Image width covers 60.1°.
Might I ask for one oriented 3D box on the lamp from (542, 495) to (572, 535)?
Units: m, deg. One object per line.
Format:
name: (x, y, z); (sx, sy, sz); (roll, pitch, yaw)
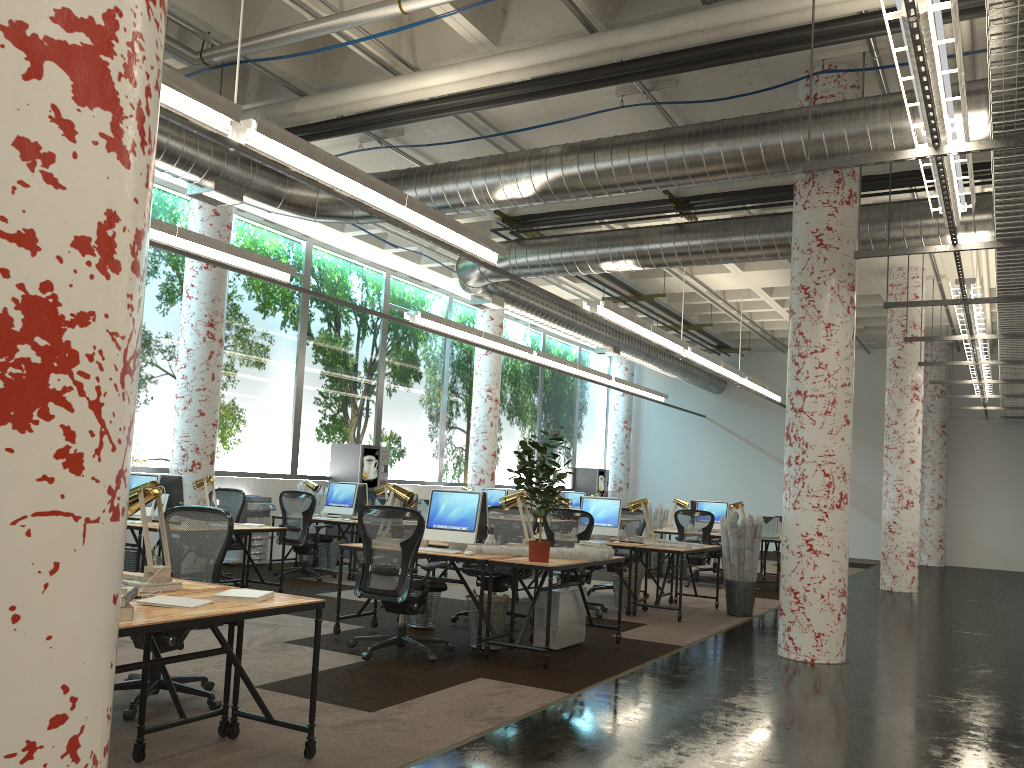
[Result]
lamp: (0.450, 1.552, 10.143); (0.209, 0.609, 0.528); (6, -6, -41)

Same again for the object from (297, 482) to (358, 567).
object: (-2.522, 1.906, 11.825); (1.077, 1.205, 0.191); (0, -4, 30)

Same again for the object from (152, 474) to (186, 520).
object: (-3.731, 1.222, 9.566); (0.483, 0.484, 0.190); (0, -5, 29)

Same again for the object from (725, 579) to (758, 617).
object: (2.523, 2.363, 9.781); (0.353, 0.397, 0.354); (4, -5, -16)

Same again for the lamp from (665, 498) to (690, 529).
lamp: (2.460, 2.046, 13.559); (0.219, 0.609, 0.528); (6, -6, -41)

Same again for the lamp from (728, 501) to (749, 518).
lamp: (3.579, 2.118, 13.669); (0.219, 0.609, 0.528); (6, -6, -41)

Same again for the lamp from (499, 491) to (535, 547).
lamp: (0.103, 1.211, 7.485); (0.209, 0.609, 0.528); (6, -6, -41)

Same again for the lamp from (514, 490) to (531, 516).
lamp: (0.256, 2.151, 15.521); (0.219, 0.609, 0.528); (6, -6, -41)

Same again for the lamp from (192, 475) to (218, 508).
lamp: (-3.192, 1.265, 9.321); (0.209, 0.609, 0.528); (6, -6, -41)

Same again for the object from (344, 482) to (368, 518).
object: (-2.218, 1.611, 12.289); (0.483, 0.484, 0.190); (0, -5, 29)

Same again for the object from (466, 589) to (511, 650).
object: (-0.198, 1.848, 6.972); (0.358, 0.433, 0.355); (1, -5, 26)

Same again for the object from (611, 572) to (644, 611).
object: (1.260, 2.260, 9.734); (0.358, 0.433, 0.355); (1, -5, 26)

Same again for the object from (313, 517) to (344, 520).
object: (-2.388, 1.747, 11.505); (0.439, 0.017, 0.119); (-1, -7, 29)

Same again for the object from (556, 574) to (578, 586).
object: (0.676, 2.324, 10.570); (0.358, 0.433, 0.355); (1, -5, 26)

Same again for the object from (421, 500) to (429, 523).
object: (-1.113, 1.724, 11.949); (0.280, 0.301, 0.151); (0, -5, 29)

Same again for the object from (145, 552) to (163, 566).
object: (-3.493, 1.902, 8.809); (0.358, 0.433, 0.355); (1, -5, 26)

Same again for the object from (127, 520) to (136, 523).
object: (-3.901, 1.358, 8.783); (0.439, 0.017, 0.119); (-1, -7, 29)

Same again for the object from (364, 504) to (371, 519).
object: (-1.959, 1.738, 12.063); (0.101, 0.208, 0.102); (4, -4, -16)

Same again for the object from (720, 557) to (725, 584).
object: (3.274, 2.755, 13.154); (0.358, 0.433, 0.355); (1, -5, 26)

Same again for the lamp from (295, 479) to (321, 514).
lamp: (-2.789, 1.583, 11.940); (0.209, 0.609, 0.528); (6, -6, -41)

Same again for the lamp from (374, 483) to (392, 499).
lamp: (-1.675, 1.655, 12.047); (0.219, 0.609, 0.528); (6, -6, -41)

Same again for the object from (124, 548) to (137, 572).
object: (-4.120, 1.969, 9.579); (0.235, 0.402, 0.120); (1, -4, 30)

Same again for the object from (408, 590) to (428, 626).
object: (-0.825, 1.915, 7.742); (0.235, 0.402, 0.120); (1, -4, 30)

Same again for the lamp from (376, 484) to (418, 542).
lamp: (-1.011, 1.140, 7.378); (0.219, 0.609, 0.528); (6, -6, -41)

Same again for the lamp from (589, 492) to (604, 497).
lamp: (1.830, 2.555, 18.351); (0.219, 0.609, 0.528); (6, -6, -41)

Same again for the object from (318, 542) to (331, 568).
object: (-2.607, 2.358, 12.301); (0.235, 0.402, 0.120); (1, -4, 30)

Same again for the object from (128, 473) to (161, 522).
object: (-3.759, 1.154, 8.978); (0.483, 0.484, 0.190); (0, -5, 29)

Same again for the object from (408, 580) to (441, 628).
object: (-0.782, 1.911, 7.809); (0.358, 0.433, 0.355); (1, -5, 26)

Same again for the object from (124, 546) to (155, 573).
object: (-4.077, 1.965, 9.646); (0.358, 0.433, 0.355); (1, -5, 26)

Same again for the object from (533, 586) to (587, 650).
object: (0.405, 1.910, 7.303); (0.221, 0.453, 0.543); (1, -6, 29)

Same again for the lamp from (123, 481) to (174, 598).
lamp: (-1.706, 0.761, 4.169); (0.219, 0.609, 0.528); (6, -6, -41)

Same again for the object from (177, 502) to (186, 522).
object: (-3.472, 1.349, 9.341); (0.101, 0.208, 0.102); (4, -4, -16)

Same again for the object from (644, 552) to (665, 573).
object: (2.321, 2.878, 14.427); (0.353, 0.397, 0.354); (4, -5, -16)

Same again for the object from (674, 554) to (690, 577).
object: (2.690, 2.818, 13.990); (0.358, 0.433, 0.355); (1, -5, 26)

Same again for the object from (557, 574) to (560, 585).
object: (0.632, 2.327, 10.503); (0.235, 0.402, 0.120); (1, -4, 30)

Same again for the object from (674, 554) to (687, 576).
object: (2.646, 2.822, 13.923); (0.235, 0.402, 0.120); (1, -4, 30)

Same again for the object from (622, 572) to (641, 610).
object: (1.302, 2.283, 9.799); (0.235, 0.402, 0.120); (1, -4, 30)

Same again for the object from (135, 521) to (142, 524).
object: (-3.618, 1.348, 8.617); (0.059, 0.029, 0.107); (0, -7, 30)

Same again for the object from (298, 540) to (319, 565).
object: (-2.932, 2.414, 12.805); (0.354, 0.397, 0.353); (7, -6, -41)

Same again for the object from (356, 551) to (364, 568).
object: (-1.937, 2.314, 11.597); (0.235, 0.402, 0.120); (1, -4, 30)

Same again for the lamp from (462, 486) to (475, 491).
lamp: (-0.862, 2.079, 15.411); (0.219, 0.609, 0.528); (6, -6, -41)

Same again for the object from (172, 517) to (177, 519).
object: (-3.613, 1.481, 9.733); (0.439, 0.017, 0.119); (-1, -7, 29)

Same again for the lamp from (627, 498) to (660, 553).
lamp: (1.561, 1.623, 10.246); (0.209, 0.609, 0.528); (6, -6, -41)

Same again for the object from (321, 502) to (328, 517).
object: (-2.518, 1.691, 11.909); (0.101, 0.208, 0.102); (4, -4, -16)

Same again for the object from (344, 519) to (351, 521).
object: (-2.104, 1.737, 11.340); (0.059, 0.029, 0.107); (0, -7, 30)

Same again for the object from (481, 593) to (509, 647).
object: (-0.156, 1.871, 7.038); (0.235, 0.402, 0.120); (1, -4, 30)
